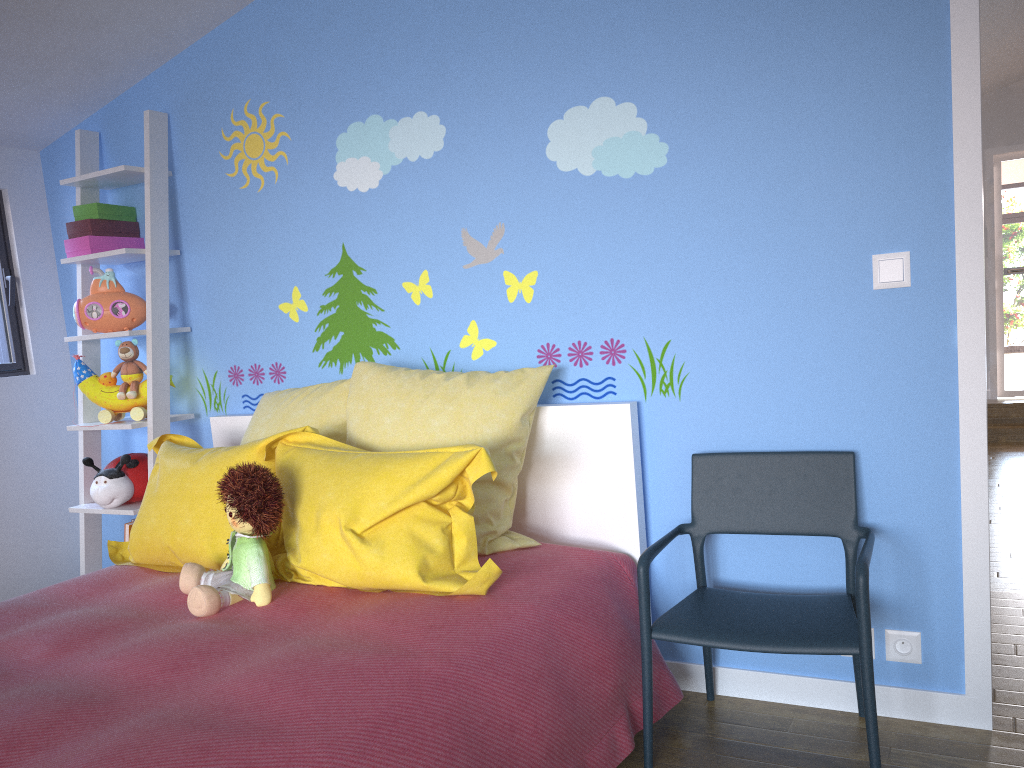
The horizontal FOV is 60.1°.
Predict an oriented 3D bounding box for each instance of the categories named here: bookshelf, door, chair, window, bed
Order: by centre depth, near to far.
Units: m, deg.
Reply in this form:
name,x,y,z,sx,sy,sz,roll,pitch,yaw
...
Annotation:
name,x,y,z,sx,sy,sz,roll,pitch,yaw
bed,-0.855,0.602,1.773,1.927,0.816,2.303,-2,5,29
chair,0.591,0.522,2.068,0.512,0.679,0.413,-2,7,25
door,1.677,-0.315,2.153,1.033,2.143,0.991,-1,8,29
bookshelf,-1.357,0.020,3.089,0.391,1.863,0.378,-1,8,29
window,-2.049,-0.372,3.164,0.209,0.752,0.582,-1,7,29
door,4.579,-0.951,7.423,1.033,2.143,0.161,-1,8,29

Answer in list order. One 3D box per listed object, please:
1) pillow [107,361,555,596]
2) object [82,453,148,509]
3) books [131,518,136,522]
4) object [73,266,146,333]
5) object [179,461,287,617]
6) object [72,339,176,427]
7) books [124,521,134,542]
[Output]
name,x,y,z,sx,sy,sz,roll,pitch,yaw
pillow,-0.523,0.221,2.423,1.346,0.535,0.675,-2,6,30
object,-1.349,0.324,3.100,0.253,0.184,0.320,-1,6,36
books,-1.242,0.571,3.089,0.078,0.255,0.207,-1,7,29
object,-1.364,-0.296,3.065,0.295,0.235,0.156,-5,6,0
object,-0.647,0.354,2.057,0.250,0.344,0.285,-8,7,-26
object,-1.356,-0.008,3.036,0.372,0.283,0.153,-5,7,2
books,-1.242,0.577,3.044,0.080,0.250,0.196,-1,7,29
